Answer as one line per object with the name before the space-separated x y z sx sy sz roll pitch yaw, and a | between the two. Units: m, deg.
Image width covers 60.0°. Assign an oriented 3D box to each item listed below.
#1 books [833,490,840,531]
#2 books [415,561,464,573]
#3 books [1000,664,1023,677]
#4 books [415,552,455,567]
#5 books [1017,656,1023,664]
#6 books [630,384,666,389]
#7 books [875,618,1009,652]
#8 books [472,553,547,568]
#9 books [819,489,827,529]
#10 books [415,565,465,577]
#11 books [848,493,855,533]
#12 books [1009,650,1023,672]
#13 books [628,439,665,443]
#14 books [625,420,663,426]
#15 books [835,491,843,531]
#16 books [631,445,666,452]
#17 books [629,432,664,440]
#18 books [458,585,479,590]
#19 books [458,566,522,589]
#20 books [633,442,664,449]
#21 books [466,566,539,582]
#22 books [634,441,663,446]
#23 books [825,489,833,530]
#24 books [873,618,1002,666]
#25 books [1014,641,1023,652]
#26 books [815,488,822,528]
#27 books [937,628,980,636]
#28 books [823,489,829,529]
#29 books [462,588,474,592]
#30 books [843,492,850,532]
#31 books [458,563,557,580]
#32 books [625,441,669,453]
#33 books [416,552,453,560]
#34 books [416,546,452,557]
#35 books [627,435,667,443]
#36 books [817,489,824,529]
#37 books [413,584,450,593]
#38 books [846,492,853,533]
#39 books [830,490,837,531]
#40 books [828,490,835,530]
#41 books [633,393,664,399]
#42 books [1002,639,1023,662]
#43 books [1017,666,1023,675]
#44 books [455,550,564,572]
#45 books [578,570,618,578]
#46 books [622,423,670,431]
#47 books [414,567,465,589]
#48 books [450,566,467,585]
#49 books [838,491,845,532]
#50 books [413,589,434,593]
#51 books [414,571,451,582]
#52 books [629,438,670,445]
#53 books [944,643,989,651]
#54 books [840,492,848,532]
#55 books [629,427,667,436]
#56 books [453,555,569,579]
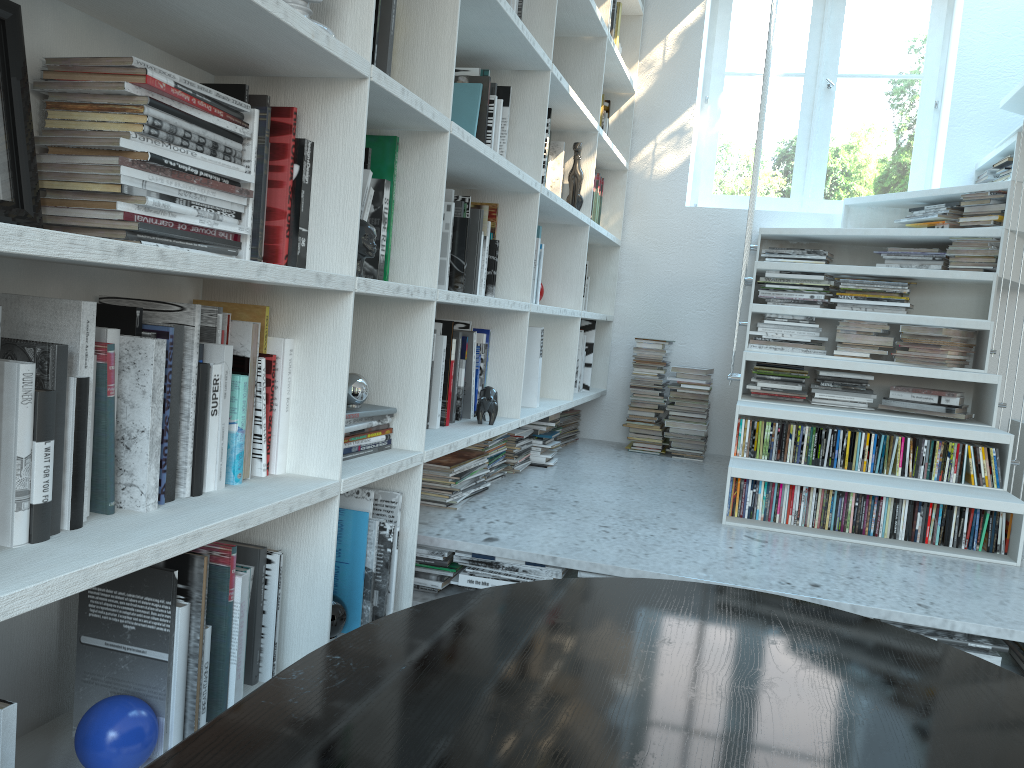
books | 1.016 0.388 2.792 0.009 0.125 0.125 6 5 15
books | -0.274 0.475 2.448 0.297 0.008 0.145 6 5 14
books | 1.279 0.696 2.022 0.292 0.007 0.154 7 5 18
books | -0.277 0.454 2.425 0.252 0.015 0.171 6 4 10
books | 1.282 0.634 2.008 0.250 0.009 0.187 6 5 15
books | 0.649 0.005 4.205 0.149 0.005 0.261 6 4 13
books | 0.989 0.568 2.073 0.256 0.014 0.192 6 4 11
books | 0.006 0.442 2.349 0.193 0.020 0.170 6 4 10
books | 0.980 0.384 2.802 0.008 0.125 0.125 6 5 15
books | -0.277 0.484 2.441 0.287 0.009 0.156 6 4 13
books | 1.060 0.393 2.780 0.010 0.125 0.125 6 5 15
books | 1.282 0.651 2.014 0.230 0.026 0.177 6 5 15
books | 0.652 0.259 4.259 0.163 0.004 0.272 6 5 14
books | 0.631 0.178 4.221 0.132 0.007 0.255 7 5 20
books | 1.024 0.389 2.790 0.007 0.125 0.125 6 5 15
books | 0.659 0.296 4.260 0.142 0.010 0.297 6 5 14
books | 0.652 0.238 4.258 0.159 0.015 0.253 6 4 12
books | 0.001 0.537 2.368 0.259 0.009 0.152 6 4 12
books | -0.002 0.510 2.348 0.237 0.030 0.189 6 4 12
books | 0.658 0.283 4.259 0.138 0.017 0.237 6 4 12
books | 0.003 0.492 2.357 0.206 0.007 0.171 6 5 17
books | 0.662 0.271 4.257 0.133 0.007 0.224 6 4 12
books | 0.995 0.386 2.798 0.008 0.125 0.125 6 5 15
books | 0.989 0.606 2.089 0.250 0.029 0.174 6 5 13
books | 1.285 0.608 2.009 0.260 0.007 0.171 6 4 13
books | 0.965 0.383 2.806 0.008 0.125 0.125 6 5 15
books | 0.998 0.553 2.101 0.181 0.014 0.134 7 5 20
books | 0.987 0.385 2.800 0.009 0.125 0.125 6 5 15
books | 0.003 0.551 2.382 0.240 0.021 0.131 6 5 17
books | 1.045 0.391 2.784 0.007 0.125 0.125 6 5 15
books | 0.006 0.482 2.363 0.263 0.012 0.143 7 5 20
books | 0.653 0.303 4.262 0.186 0.004 0.265 6 5 14
books | -0.274 0.442 2.435 0.234 0.008 0.167 6 5 14
books | -0.273 0.432 2.434 0.246 0.011 0.159 6 4 12
books | 0.654 0.252 4.258 0.165 0.011 0.285 6 5 15
books | 0.972 0.383 2.804 0.008 0.125 0.125 6 5 15
books | -0.281 0.526 2.442 0.232 0.017 0.163 6 5 17
books | 1.053 0.392 2.782 0.007 0.125 0.125 6 5 15
books | 1.009 0.387 2.794 0.008 0.125 0.125 6 5 15
books | 1.002 0.387 2.796 0.007 0.125 0.125 6 5 15
books | 0.649 0.050 4.208 0.141 0.011 0.252 6 4 9
books | 1.284 0.618 2.009 0.281 0.013 0.168 6 4 12
books | 1.282 0.678 2.026 0.189 0.028 0.155 6 5 16
books | 0.008 0.455 2.361 0.285 0.007 0.159 6 5 14
books | 0.298 0.482 2.272 0.243 0.015 0.164 6 4 10
books | 0.651 0.199 4.256 0.186 0.009 0.261 7 5 20
books | -0.282 0.509 2.432 0.265 0.017 0.174 7 5 18
books | 0.001 0.528 2.363 0.294 0.008 0.162 6 4 13
books | 1.030 0.390 2.788 0.008 0.125 0.125 6 5 15
books | -0.279 0.540 2.457 0.181 0.014 0.133 6 4 12
books | -0.279 0.494 2.435 0.261 0.012 0.179 6 5 15
books | 0.661 0.265 4.257 0.189 0.006 0.249 6 4 10
books | 0.994 0.582 2.097 0.208 0.017 0.145 6 4 10
books | 1.038 0.391 2.786 0.007 0.125 0.125 6 5 15
books | 0.656 0.217 4.255 0.160 0.028 0.184 6 5 17
books | 0.007 0.467 2.360 0.289 0.018 0.163 6 5 14
